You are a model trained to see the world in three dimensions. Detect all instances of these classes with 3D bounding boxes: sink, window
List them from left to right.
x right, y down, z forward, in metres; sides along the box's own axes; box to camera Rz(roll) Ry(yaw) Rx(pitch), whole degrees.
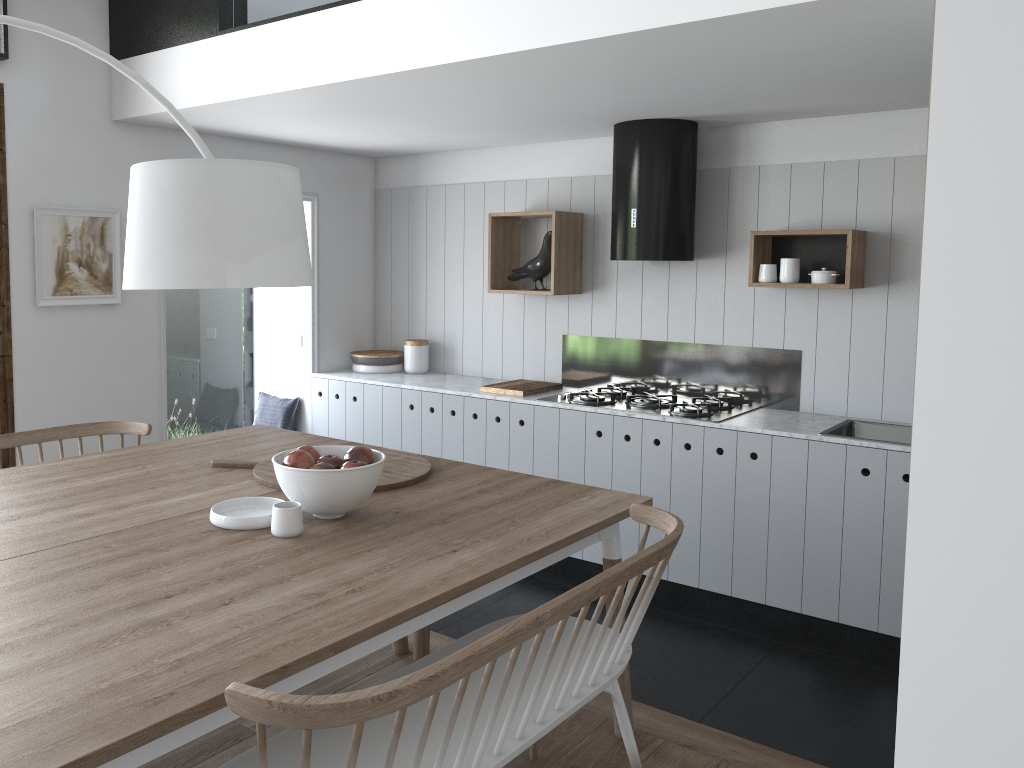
[{"bbox_3d":[-3.939,0.029,2.035,0.166,2.246,5.276,4,8,36],"label":"window"},{"bbox_3d":[1.895,0.321,3.531,1.211,0.165,0.442,6,9,37],"label":"sink"}]

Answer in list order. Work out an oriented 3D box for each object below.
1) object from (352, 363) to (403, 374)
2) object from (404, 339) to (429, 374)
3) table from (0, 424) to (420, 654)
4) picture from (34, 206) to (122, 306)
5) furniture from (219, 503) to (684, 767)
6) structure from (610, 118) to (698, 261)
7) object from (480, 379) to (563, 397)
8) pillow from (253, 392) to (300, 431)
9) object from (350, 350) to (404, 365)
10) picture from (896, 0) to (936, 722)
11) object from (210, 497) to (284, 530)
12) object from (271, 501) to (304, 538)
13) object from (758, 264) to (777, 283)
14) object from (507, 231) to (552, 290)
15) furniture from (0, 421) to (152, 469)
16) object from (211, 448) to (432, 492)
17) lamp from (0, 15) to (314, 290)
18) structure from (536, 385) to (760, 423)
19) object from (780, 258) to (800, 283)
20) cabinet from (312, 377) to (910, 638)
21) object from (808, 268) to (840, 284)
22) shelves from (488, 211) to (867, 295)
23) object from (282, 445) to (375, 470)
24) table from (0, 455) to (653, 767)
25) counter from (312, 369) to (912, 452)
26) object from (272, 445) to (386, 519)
[{"bbox_3d":[-0.876,-0.113,5.755,0.321,0.055,0.332,-2,8,-14],"label":"object"},{"bbox_3d":[-0.609,-0.173,5.629,0.155,0.211,0.154,1,6,5],"label":"object"},{"bbox_3d":[-1.311,0.695,2.790,0.963,0.746,1.994,5,9,36],"label":"table"},{"bbox_3d":[-2.121,-0.623,4.320,0.030,0.468,0.424,4,7,36],"label":"picture"},{"bbox_3d":[-0.097,0.789,1.957,0.560,0.807,1.328,5,8,36],"label":"furniture"},{"bbox_3d":[0.715,-1.057,4.448,0.412,0.865,0.419,0,5,-7],"label":"structure"},{"bbox_3d":[0.055,0.020,4.933,0.299,0.030,0.391,6,10,36],"label":"object"},{"bbox_3d":[-1.530,0.216,5.745,0.414,0.292,0.177,6,8,37],"label":"pillow"},{"bbox_3d":[-0.875,-0.171,5.750,0.358,0.065,0.363,0,8,-4],"label":"object"},{"bbox_3d":[0.803,-0.130,1.377,0.062,1.213,1.267,4,7,36],"label":"picture"},{"bbox_3d":[-0.720,0.355,2.431,0.218,0.035,0.213,3,8,15],"label":"object"},{"bbox_3d":[-0.584,0.353,2.297,0.086,0.078,0.081,5,8,36],"label":"object"},{"bbox_3d":[1.198,-0.516,4.136,0.082,0.088,0.085,-1,7,-17],"label":"object"},{"bbox_3d":[0.119,-0.701,5.019,0.344,0.333,0.136,6,7,38],"label":"object"},{"bbox_3d":[-1.795,0.632,2.997,0.560,0.807,1.328,5,8,36],"label":"furniture"},{"bbox_3d":[-0.604,0.289,2.973,0.661,0.023,0.614,-4,9,-31],"label":"object"},{"bbox_3d":[-2.903,0.244,1.342,5.103,2.016,0.895,-3,7,-27],"label":"lamp"},{"bbox_3d":[0.679,0.078,4.478,1.011,0.048,0.541,6,10,36],"label":"structure"},{"bbox_3d":[1.281,-0.520,4.073,0.088,0.115,0.083,5,7,36],"label":"object"},{"bbox_3d":[1.241,0.607,3.736,6.300,0.744,0.010,6,7,37],"label":"cabinet"},{"bbox_3d":[1.414,-0.491,4.008,0.130,0.073,0.107,2,7,15],"label":"object"},{"bbox_3d":[1.416,-0.624,4.029,3.682,0.794,0.293,6,8,37],"label":"shelves"},{"bbox_3d":[-0.514,0.265,2.473,0.251,0.166,0.238,0,7,-3],"label":"object"},{"bbox_3d":[-0.543,0.780,2.213,0.963,0.746,1.994,5,9,36],"label":"table"},{"bbox_3d":[1.409,0.193,3.927,6.303,0.020,0.566,6,10,37],"label":"counter"},{"bbox_3d":[-0.512,0.285,2.478,0.324,0.164,0.307,5,9,33],"label":"object"}]
